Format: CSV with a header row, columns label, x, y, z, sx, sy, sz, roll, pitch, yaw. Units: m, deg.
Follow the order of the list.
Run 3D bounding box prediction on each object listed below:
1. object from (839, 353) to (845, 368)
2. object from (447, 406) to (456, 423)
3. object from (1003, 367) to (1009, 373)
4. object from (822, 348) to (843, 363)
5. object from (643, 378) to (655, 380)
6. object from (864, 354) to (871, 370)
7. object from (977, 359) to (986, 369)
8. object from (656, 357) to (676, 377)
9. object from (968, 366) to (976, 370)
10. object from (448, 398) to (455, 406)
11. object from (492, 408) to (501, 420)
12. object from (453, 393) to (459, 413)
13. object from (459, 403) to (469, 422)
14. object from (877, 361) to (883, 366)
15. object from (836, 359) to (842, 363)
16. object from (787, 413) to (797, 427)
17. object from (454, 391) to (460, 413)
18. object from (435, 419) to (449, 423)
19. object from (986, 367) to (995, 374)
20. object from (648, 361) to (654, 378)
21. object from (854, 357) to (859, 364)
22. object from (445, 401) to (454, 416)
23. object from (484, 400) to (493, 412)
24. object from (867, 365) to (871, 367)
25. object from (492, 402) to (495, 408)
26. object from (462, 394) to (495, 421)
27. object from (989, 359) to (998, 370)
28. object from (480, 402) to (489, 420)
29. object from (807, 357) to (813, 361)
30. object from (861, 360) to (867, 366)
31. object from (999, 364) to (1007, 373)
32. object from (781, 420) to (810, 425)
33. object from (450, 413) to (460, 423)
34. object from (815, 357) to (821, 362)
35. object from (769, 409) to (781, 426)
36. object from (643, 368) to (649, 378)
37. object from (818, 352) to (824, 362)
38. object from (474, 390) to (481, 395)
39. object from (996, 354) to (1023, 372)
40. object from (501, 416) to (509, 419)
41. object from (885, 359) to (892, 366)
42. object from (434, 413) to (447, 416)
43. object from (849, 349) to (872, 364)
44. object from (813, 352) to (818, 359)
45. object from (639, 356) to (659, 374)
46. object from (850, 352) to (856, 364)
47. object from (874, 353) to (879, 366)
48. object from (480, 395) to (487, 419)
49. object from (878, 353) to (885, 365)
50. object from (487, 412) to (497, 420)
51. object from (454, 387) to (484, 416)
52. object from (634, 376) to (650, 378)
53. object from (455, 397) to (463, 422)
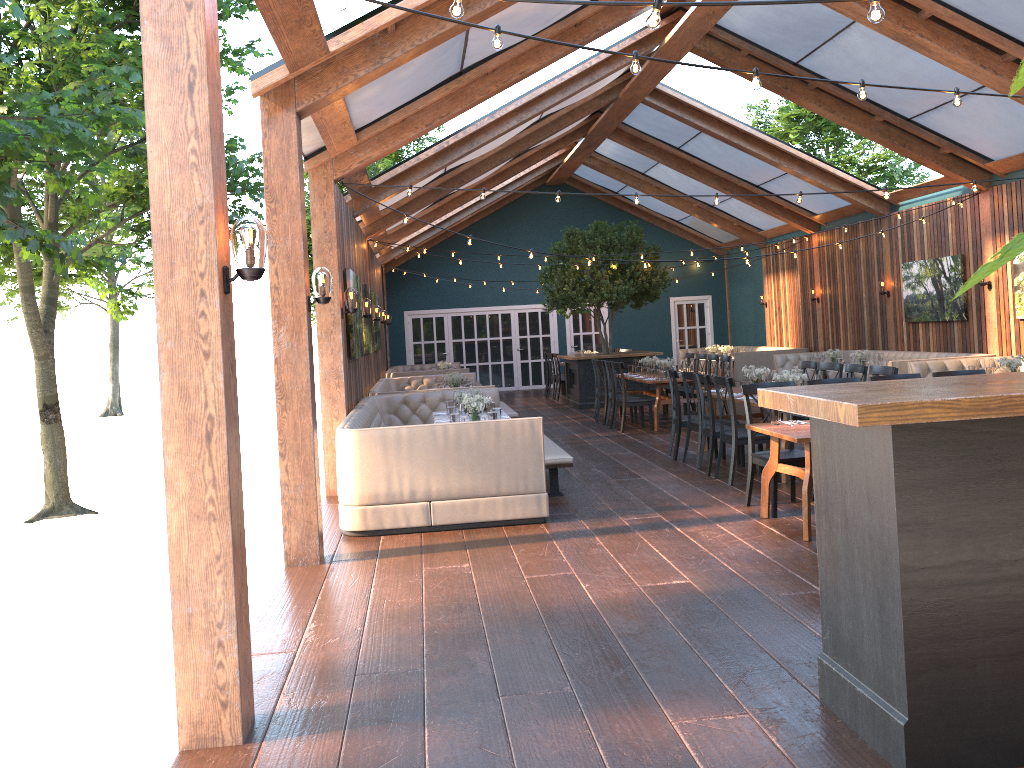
label,x,y,z,sx,sy,sz,roll,pitch,yaw
object,5.325,-0.377,14.254,0.092,0.244,0.092,-3,0,42
object,-0.613,0.312,9.009,0.092,0.158,0.092,-3,1,-20
object,6.030,-0.160,10.769,0.092,0.158,0.092,-3,1,-20
object,5.388,-0.449,14.838,0.336,0.309,0.329,-3,2,6
object,2.080,-0.076,13.134,0.255,0.019,0.157,-3,3,-6
object,5.412,-0.334,13.462,0.092,0.244,0.092,-3,0,-3
object,5.717,-0.186,10.765,0.092,0.244,0.092,-3,0,42
object,2.348,-0.257,13.481,0.328,0.309,0.337,-2,2,31
object,5.645,-0.144,10.846,0.092,0.158,0.092,-3,1,-20
object,-0.692,0.245,10.175,0.092,0.158,0.092,-3,1,-20
object,-0.145,0.314,8.556,0.092,0.158,0.092,-3,1,-20
object,-0.608,0.217,9.853,0.092,0.244,0.092,-3,0,42
object,-0.448,0.304,8.292,0.092,0.244,0.092,-3,0,36
object,5.715,-0.324,13.726,0.092,0.158,0.092,-3,1,-20
object,5.247,-0.326,14.180,0.092,0.158,0.092,-3,1,-20
object,2.130,0.198,6.759,0.092,0.244,0.092,-3,0,36
object,-0.620,0.203,10.095,0.092,0.244,0.092,-3,0,42
object,-0.674,0.376,9.162,0.255,0.019,0.157,-3,3,-6
object,5.651,-0.120,10.449,0.092,0.158,0.092,-3,1,-20
object,2.152,-0.224,13.642,0.092,0.244,0.092,-3,0,-3
object,5.637,-0.365,14.472,0.092,0.158,0.092,-3,1,-20
object,-0.686,0.269,9.779,0.092,0.158,0.092,-3,1,-20
object,-0.227,0.280,8.482,0.092,0.244,0.092,-3,0,36
object,5.706,-0.290,14.319,0.255,0.019,0.157,-3,3,-6
object,-0.223,0.272,9.302,0.092,0.158,0.092,-3,1,-20
object,-0.360,0.240,8.720,0.329,0.309,0.336,-4,2,-31
object,5.729,-0.172,10.524,0.092,0.244,0.092,-3,0,42
object,-0.254,0.296,8.248,0.092,0.244,0.092,-3,0,36
object,5.168,-0.393,15.346,0.092,0.158,0.092,-3,1,-20
object,5.334,-0.282,13.388,0.092,0.158,0.092,-3,1,-20
object,5.947,-0.194,10.695,0.092,0.244,0.092,-3,0,42
object,2.216,0.298,6.903,0.157,0.019,0.255,-3,3,-6
object,-0.526,0.355,8.218,0.092,0.158,0.092,-3,1,-20
object,5.174,-0.369,14.949,0.092,0.158,0.092,-3,1,-20
object,2.043,0.240,6.859,0.091,0.158,0.092,-3,1,20
object,2.057,-0.169,13.536,0.091,0.158,0.092,-3,1,20
object,5.252,-0.420,15.024,0.092,0.244,0.092,-3,0,42
object,-0.390,0.195,10.025,0.092,0.244,0.092,-3,0,42
object,5.851,-0.199,10.335,0.328,0.309,0.337,-3,2,16
object,-0.154,0.348,9.149,0.255,0.019,0.157,-3,3,-6
object,5.682,-0.298,13.337,0.091,0.158,0.092,-3,1,30
object,-0.747,0.333,9.932,0.255,0.019,0.157,-3,3,-6
object,5.489,-0.396,13.884,0.336,0.309,0.329,-3,2,11
object,5.240,-0.435,15.265,0.092,0.244,0.092,-3,0,42
object,2.267,-0.317,14.527,0.336,0.309,0.329,-3,2,-10
object,5.554,-0.399,14.399,0.092,0.244,0.092,-3,0,42
object,5.632,-0.358,13.652,0.092,0.244,0.092,-3,0,42
object,-0.306,0.239,9.228,0.092,0.244,0.092,-3,0,36
object,5.606,-0.342,13.418,0.092,0.244,0.092,-3,0,42
object,-0.177,0.339,8.167,0.092,0.158,0.092,-3,1,-20
object,-0.480,0.189,9.665,0.328,0.309,0.337,-3,2,16
object,2.021,-0.108,13.713,0.255,0.019,0.157,-3,3,-6
object,-0.535,0.260,9.084,0.092,0.244,0.092,-3,0,36
